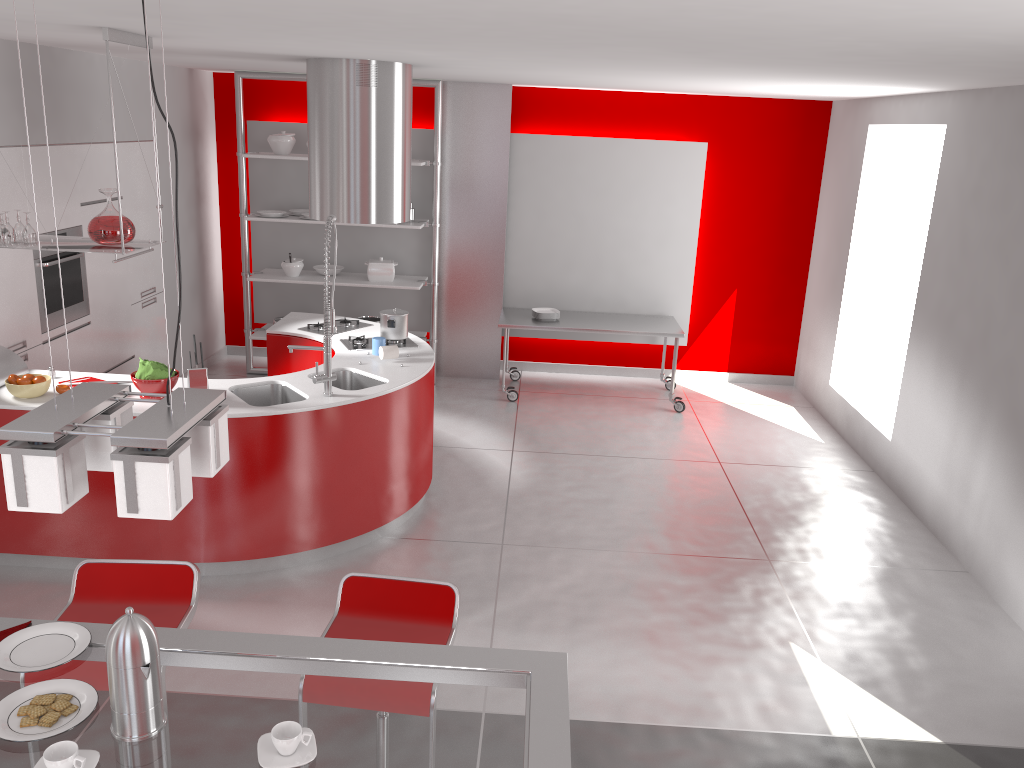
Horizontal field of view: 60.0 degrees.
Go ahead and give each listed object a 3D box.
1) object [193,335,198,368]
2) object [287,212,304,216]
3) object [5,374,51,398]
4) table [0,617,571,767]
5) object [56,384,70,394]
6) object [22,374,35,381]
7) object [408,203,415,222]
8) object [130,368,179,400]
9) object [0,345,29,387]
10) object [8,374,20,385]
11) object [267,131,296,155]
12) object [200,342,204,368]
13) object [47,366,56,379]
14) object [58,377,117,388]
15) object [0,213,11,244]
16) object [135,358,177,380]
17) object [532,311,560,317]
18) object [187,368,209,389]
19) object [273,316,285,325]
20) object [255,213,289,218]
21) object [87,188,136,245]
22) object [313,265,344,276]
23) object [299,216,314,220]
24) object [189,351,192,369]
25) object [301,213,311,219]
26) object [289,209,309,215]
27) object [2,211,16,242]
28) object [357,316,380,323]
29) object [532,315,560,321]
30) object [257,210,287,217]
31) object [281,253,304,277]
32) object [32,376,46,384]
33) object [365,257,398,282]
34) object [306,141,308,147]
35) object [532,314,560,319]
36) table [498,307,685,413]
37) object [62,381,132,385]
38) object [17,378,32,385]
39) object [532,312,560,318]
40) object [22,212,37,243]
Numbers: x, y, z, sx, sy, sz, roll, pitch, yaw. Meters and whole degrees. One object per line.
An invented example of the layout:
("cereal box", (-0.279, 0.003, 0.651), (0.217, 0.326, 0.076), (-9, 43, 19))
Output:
("object", (-1.562, -0.076, 4.395), (0.014, 0.322, 0.150), (-6, 18, -26))
("object", (-1.818, -1.478, 7.731), (0.280, 0.015, 0.280), (15, 21, 37))
("object", (-2.391, 0.018, 4.391), (0.201, 0.086, 0.201), (3, 16, 2))
("table", (-0.746, 1.228, 2.036), (1.700, 1.000, 0.800), (3, 16, 1))
("object", (-2.252, 0.028, 4.449), (0.065, 0.047, 0.063), (3, 16, 1))
("object", (-2.412, -0.025, 4.425), (0.066, 0.049, 0.062), (2, 16, -2))
("object", (-0.899, -1.477, 7.618), (0.127, 0.157, 0.127), (6, 17, 11))
("object", (-1.795, 0.004, 4.470), (0.229, 0.118, 0.228), (-6, 18, -26))
("object", (-2.739, -0.092, 4.534), (0.300, 0.170, 0.400), (3, 16, 1))
("object", (-2.458, -0.019, 4.384), (0.055, 0.058, 0.066), (-1, 17, -13))
("object", (-1.929, -2.018, 7.426), (0.231, 0.191, 0.231), (17, 22, 40))
("object", (-1.534, -0.061, 4.403), (0.012, 0.279, 0.130), (-6, 18, -26))
("object", (-2.433, -0.062, 4.685), (0.043, 0.066, 0.042), (7, 17, 14))
("object", (-2.209, -0.001, 4.621), (0.266, 0.006, 0.168), (11, 18, 27))
("object", (-2.396, -0.731, 4.173), (0.060, 0.141, 0.060), (-4, 18, -21))
("object", (-1.782, -0.046, 4.455), (0.198, 0.182, 0.193), (5, 16, 7))
("object", (0.290, -0.604, 7.640), (0.228, 0.020, 0.228), (-2, 17, -16))
("object", (-1.554, 0.004, 4.392), (0.091, 0.178, 0.137), (-5, 18, -24))
("object", (-1.995, -0.536, 7.905), (0.308, 0.130, 0.407), (5, 17, 9))
("object", (-2.037, -1.427, 7.524), (0.280, 0.015, 0.280), (15, 21, 37))
("object", (-1.939, -0.807, 4.284), (0.213, 0.266, 0.213), (12, 19, 28))
("object", (-1.620, -0.998, 7.833), (0.272, 0.072, 0.272), (-8, 20, -33))
("object", (-1.657, -1.402, 7.501), (0.280, 0.015, 0.280), (12, 19, 30))
("object", (-1.583, -0.059, 4.380), (0.009, 0.197, 0.091), (-6, 18, -26))
("object", (-1.656, -1.416, 7.497), (0.244, 0.042, 0.244), (-1, 17, -14))
("object", (-1.817, -1.491, 7.727), (0.244, 0.042, 0.244), (1, 16, -6))
("object", (-2.418, -0.755, 4.253), (0.060, 0.141, 0.060), (3, 16, 1))
("object", (-1.247, -0.497, 7.840), (0.240, 0.161, 0.259), (-2, 17, -15))
("object", (0.289, -0.575, 7.648), (0.228, 0.020, 0.228), (-2, 17, -16))
("object", (-2.036, -1.440, 7.520), (0.244, 0.042, 0.244), (-1, 17, -14))
("object", (-1.902, -1.040, 7.679), (0.192, 0.214, 0.192), (-1, 17, -11))
("object", (-2.349, -0.016, 4.404), (0.066, 0.049, 0.062), (5, 17, 9))
("object", (-1.139, -1.005, 7.717), (0.282, 0.197, 0.235), (0, 17, -8))
("object", (-1.624, -1.984, 7.425), (0.192, 0.153, 0.192), (7, 17, 14))
("object", (0.289, -0.584, 7.645), (0.228, 0.020, 0.228), (-2, 17, -16))
("table", (0.687, -0.227, 7.777), (1.627, 0.682, 0.749), (3, 16, 3))
("object", (-2.154, -0.010, 4.635), (0.375, 0.008, 0.041), (-4, 18, -21))
("object", (-2.401, -0.007, 4.366), (0.065, 0.052, 0.062), (-1, 17, -13))
("object", (0.290, -0.594, 7.643), (0.228, 0.020, 0.228), (-2, 17, -16))
("object", (-2.318, -0.750, 4.251), (0.060, 0.141, 0.060), (3, 16, 1))
